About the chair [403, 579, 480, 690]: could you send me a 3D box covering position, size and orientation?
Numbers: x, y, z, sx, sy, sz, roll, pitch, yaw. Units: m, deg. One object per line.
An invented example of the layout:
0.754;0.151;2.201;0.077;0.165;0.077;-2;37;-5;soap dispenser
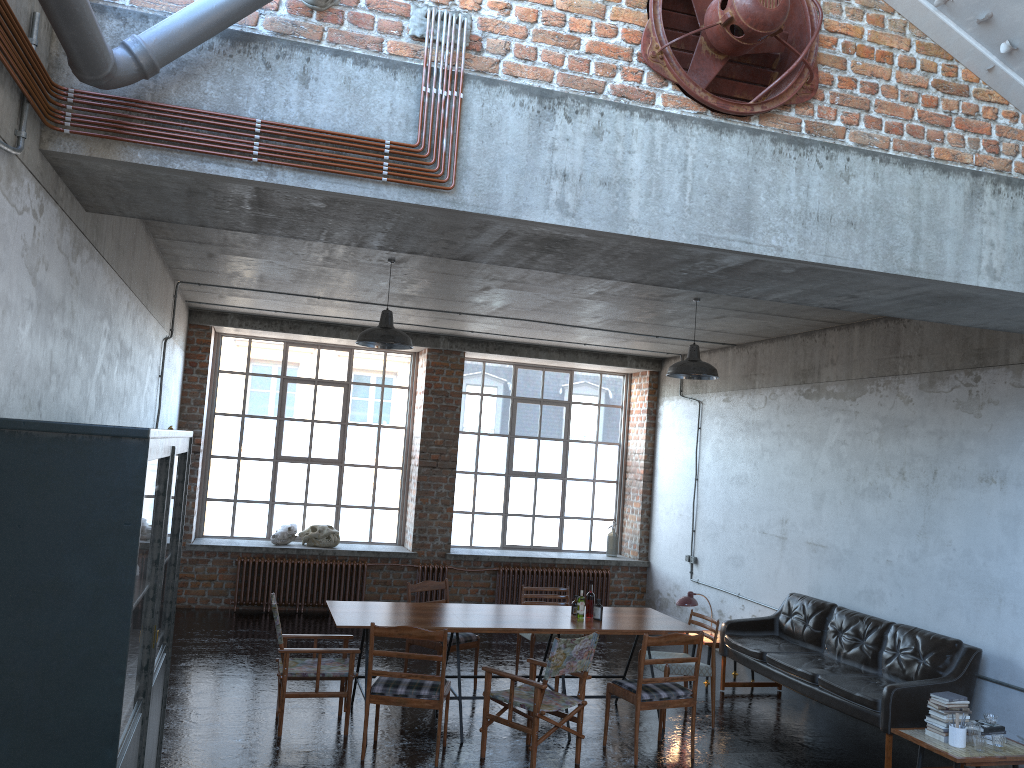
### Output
-0.675;2.450;8.558;0.509;1.028;0.573;0;-6;38;chair

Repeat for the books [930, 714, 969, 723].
3.211;2.447;6.505;0.221;0.023;0.147;5;-5;-17;books

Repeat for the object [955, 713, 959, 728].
3.186;2.463;6.345;0.023;0.204;0.037;2;-5;23;object

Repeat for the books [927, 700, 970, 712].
3.201;2.363;6.507;0.231;0.023;0.162;4;-4;0;books

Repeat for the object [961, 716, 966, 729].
3.209;2.451;6.320;0.062;0.169;0.009;5;-5;-16;object

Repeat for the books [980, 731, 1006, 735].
3.469;2.540;6.522;0.243;0.024;0.175;6;-5;-20;books

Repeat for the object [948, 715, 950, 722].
3.128;2.457;6.321;0.046;0.202;0.023;2;-5;20;object

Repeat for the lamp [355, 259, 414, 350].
-1.070;-0.771;7.694;0.502;0.891;0.502;5;-5;-12;lamp

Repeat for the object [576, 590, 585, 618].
0.611;1.945;7.843;0.070;0.235;0.041;5;-5;-16;object

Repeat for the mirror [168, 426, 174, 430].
-3.532;1.002;8.881;0.172;1.182;1.339;5;-5;-16;mirror

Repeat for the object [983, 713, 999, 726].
3.517;2.467;6.510;0.103;0.068;0.103;8;-6;-43;object

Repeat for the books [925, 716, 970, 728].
3.201;2.472;6.504;0.245;0.028;0.193;6;-5;-21;books

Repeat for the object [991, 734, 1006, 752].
3.428;2.535;6.250;0.092;0.099;0.092;8;-6;-38;object

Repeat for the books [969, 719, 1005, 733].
3.464;2.512;6.516;0.225;0.029;0.179;6;-5;-24;books

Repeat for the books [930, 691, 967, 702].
3.211;2.299;6.523;0.201;0.024;0.159;6;-5;-26;books

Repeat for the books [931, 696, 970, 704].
3.217;2.321;6.514;0.205;0.020;0.155;5;-5;-16;books

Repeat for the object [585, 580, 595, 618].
0.700;1.914;7.913;0.075;0.324;0.075;3;-5;9;object

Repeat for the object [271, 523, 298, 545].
-3.136;2.070;12.220;0.281;0.281;0.575;3;-5;10;object

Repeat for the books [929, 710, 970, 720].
3.210;2.427;6.511;0.224;0.021;0.158;5;-5;-16;books

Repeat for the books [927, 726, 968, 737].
3.193;2.533;6.481;0.249;0.023;0.175;6;-5;-20;books

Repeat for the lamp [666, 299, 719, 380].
1.753;-0.509;8.497;0.502;0.891;0.502;5;-5;-12;lamp

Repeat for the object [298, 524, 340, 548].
-2.688;2.095;12.282;0.418;0.305;0.625;8;-6;-42;object

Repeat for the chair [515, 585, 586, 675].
0.385;2.579;9.026;0.589;0.971;0.577;5;-5;-16;chair

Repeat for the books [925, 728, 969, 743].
3.188;2.565;6.479;0.248;0.043;0.192;5;-5;-16;books

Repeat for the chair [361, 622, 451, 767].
-0.774;2.297;6.691;0.573;1.028;0.509;4;-4;4;chair

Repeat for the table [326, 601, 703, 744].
-0.029;2.469;7.670;3.112;0.917;1.067;5;-5;-16;table

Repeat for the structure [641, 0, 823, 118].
1.177;-1.976;4.829;1.058;1.096;0.808;5;-5;-16;structure

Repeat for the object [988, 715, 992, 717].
3.517;2.461;6.512;0.081;0.060;0.065;7;-5;-34;object

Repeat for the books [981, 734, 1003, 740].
3.455;2.562;6.516;0.166;0.024;0.227;7;-6;-37;books

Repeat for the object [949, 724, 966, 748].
3.165;2.503;6.300;0.110;0.137;0.110;5;-5;-16;object

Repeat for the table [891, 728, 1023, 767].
3.287;2.812;6.391;0.811;0.458;0.649;5;-5;-16;table

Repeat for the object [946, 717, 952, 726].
3.144;2.466;6.310;0.137;0.190;0.009;5;-5;-13;object

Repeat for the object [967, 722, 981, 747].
3.292;2.503;6.321;0.087;0.155;0.087;8;-6;-43;object

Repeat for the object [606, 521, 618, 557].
1.545;2.372;13.601;0.172;0.551;0.172;2;-5;28;object

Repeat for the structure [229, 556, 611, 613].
-1.102;2.848;12.318;5.349;0.713;0.232;5;-5;-16;structure

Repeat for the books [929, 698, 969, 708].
3.214;2.343;6.522;0.209;0.023;0.167;6;-5;-22;books

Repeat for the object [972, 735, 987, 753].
3.272;2.520;6.205;0.092;0.099;0.092;8;-6;-38;object

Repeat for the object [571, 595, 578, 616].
0.572;1.986;7.950;0.077;0.173;0.077;7;-5;-30;object

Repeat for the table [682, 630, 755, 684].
2.315;3.006;9.742;0.811;0.458;0.649;5;-5;-16;table

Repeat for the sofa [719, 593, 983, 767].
2.940;2.619;8.146;0.929;1.045;2.610;5;-5;-16;sofa

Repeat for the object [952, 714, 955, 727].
3.165;2.452;6.347;0.009;0.167;0.061;4;-4;-4;object

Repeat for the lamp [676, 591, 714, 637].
2.007;2.506;9.665;0.496;0.492;0.220;6;-5;-24;lamp

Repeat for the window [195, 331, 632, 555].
2.629;3.011;14.605;19.864;12.900;0.747;5;-5;-16;window

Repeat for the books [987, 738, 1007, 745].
3.463;2.591;6.511;0.179;0.034;0.243;7;-5;-33;books

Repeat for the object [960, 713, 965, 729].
3.206;2.444;6.333;0.052;0.185;0.009;5;-5;-14;object

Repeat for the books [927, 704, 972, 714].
3.208;2.385;6.507;0.244;0.019;0.174;5;-5;-16;books

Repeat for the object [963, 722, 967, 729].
3.193;2.482;6.298;0.068;0.159;0.009;4;-4;-3;object

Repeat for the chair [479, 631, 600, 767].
0.204;2.354;6.711;0.713;1.031;0.574;0;-6;44;chair

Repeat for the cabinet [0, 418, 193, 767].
-2.011;1.345;4.235;0.572;2.297;2.386;5;-5;-16;cabinet

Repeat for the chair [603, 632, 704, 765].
1.128;2.464;7.112;0.573;1.028;0.509;6;-5;-26;chair

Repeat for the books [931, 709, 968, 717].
3.212;2.405;6.507;0.205;0.022;0.155;6;-5;-21;books

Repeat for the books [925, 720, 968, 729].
3.201;2.493;6.502;0.255;0.014;0.192;5;-5;-13;books

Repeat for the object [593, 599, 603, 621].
0.758;1.982;7.793;0.051;0.180;0.097;8;-6;-44;object

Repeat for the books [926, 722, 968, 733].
3.194;2.510;6.483;0.249;0.023;0.175;5;-5;-15;books

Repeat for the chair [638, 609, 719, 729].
1.528;2.586;8.086;0.577;0.971;0.589;5;-5;-16;chair

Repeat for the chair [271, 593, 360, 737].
-1.628;2.262;7.179;0.713;1.031;0.574;5;-5;-16;chair
